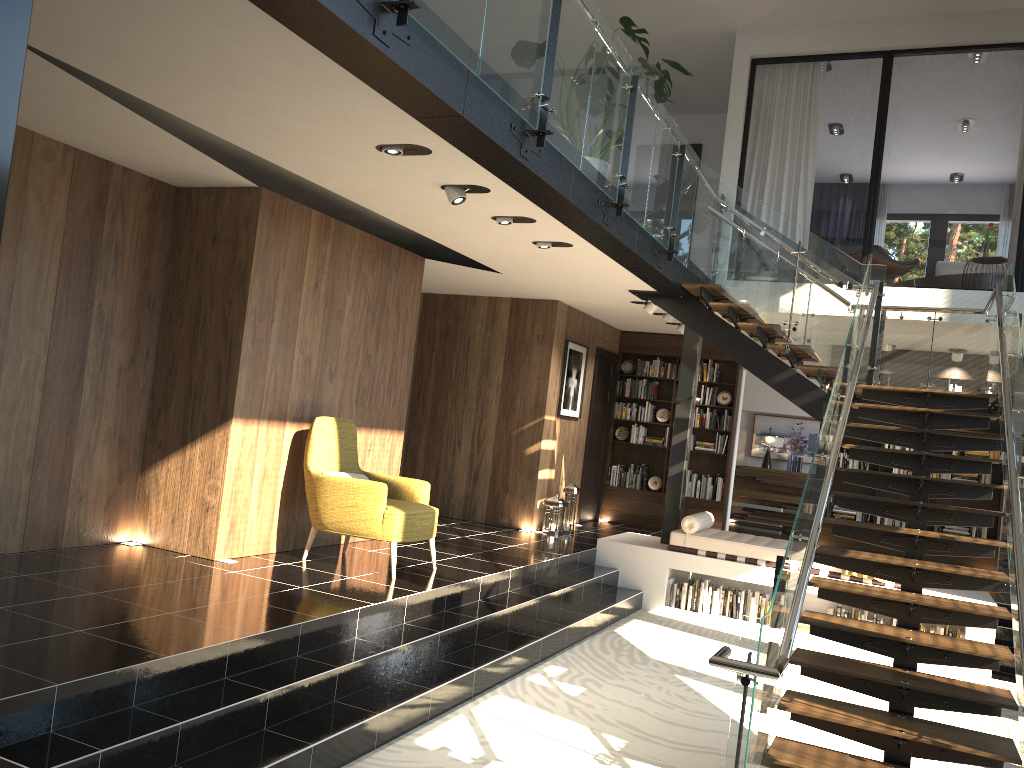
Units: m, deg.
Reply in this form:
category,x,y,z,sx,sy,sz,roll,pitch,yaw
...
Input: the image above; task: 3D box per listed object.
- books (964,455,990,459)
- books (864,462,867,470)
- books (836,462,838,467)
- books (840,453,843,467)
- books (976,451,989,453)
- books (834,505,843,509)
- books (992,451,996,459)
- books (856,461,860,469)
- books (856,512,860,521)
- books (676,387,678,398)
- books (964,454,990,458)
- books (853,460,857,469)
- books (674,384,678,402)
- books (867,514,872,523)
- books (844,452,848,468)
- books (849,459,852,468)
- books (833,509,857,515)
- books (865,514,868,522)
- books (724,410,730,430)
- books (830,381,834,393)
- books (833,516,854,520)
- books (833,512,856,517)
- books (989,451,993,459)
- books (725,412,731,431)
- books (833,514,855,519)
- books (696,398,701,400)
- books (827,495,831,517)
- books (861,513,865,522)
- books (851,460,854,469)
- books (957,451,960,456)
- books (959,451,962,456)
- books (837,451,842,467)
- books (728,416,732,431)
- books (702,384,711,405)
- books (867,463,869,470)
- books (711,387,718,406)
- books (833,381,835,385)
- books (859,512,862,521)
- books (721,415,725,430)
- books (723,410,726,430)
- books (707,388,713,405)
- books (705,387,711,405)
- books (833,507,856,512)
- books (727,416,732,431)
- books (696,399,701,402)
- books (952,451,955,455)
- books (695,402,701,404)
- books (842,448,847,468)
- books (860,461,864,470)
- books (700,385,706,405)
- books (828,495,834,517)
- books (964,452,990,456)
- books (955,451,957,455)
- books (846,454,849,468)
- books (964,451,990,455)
category,x,y,z,sx,sy,sz,roll,pitch,yaw
books,5.619,0.891,10.731,0.266,0.021,0.156,6,-3,22
books,4.473,1.001,11.202,0.028,0.210,0.169,6,-2,24
books,4.168,0.973,11.353,0.022,0.207,0.130,6,-2,24
books,4.210,0.981,11.324,0.024,0.197,0.173,6,-2,24
books,5.632,0.810,10.742,0.246,0.021,0.148,6,-3,24
books,4.239,1.575,11.287,0.257,0.024,0.167,6,-3,24
books,5.784,0.798,10.644,0.028,0.239,0.187,6,-2,24
books,4.394,0.996,11.256,0.029,0.205,0.170,6,-2,24
books,4.381,1.589,11.202,0.030,0.284,0.177,6,-2,24
books,2.314,0.115,12.265,0.027,0.279,0.166,6,-2,24
books,5.622,0.870,10.733,0.272,0.021,0.156,6,-3,23
books,4.360,0.966,11.246,0.029,0.256,0.167,6,-2,24
books,2.298,0.133,12.299,0.028,0.242,0.194,6,-2,24
books,4.517,1.618,11.160,0.075,0.254,0.181,6,-2,24
books,4.265,0.978,11.319,0.021,0.216,0.170,6,-2,24
books,4.311,0.979,11.278,0.030,0.221,0.190,6,-2,24
books,4.231,1.627,11.282,0.287,0.030,0.176,6,-3,22
books,4.476,1.636,11.194,0.023,0.212,0.124,6,-2,24
books,2.884,0.489,11.913,0.016,0.278,0.202,6,-2,24
books,4.145,-0.009,11.452,0.026,0.263,0.156,6,-2,24
books,4.230,1.705,11.297,0.247,0.026,0.148,6,-3,23
books,4.234,1.656,11.295,0.271,0.025,0.156,6,-3,25
books,5.762,0.806,10.663,0.026,0.219,0.156,6,-2,24
books,2.907,0.508,11.926,0.018,0.246,0.144,6,-2,24
books,4.226,1.679,11.282,0.258,0.024,0.167,6,-3,25
books,2.479,0.198,12.211,0.264,0.021,0.189,6,-3,22
books,4.070,1.567,11.377,0.025,0.270,0.156,6,-2,24
books,4.446,1.587,11.188,0.036,0.302,0.186,6,-2,24
books,4.339,1.008,11.276,0.027,0.171,0.146,6,-2,24
books,5.437,0.785,10.796,0.026,0.196,0.148,6,-2,24
books,5.476,0.767,10.814,0.025,0.243,0.119,6,-2,24
books,4.192,0.965,11.343,0.028,0.227,0.136,6,-2,24
books,2.935,0.535,11.885,0.026,0.196,0.170,6,-2,24
books,2.650,0.143,12.095,0.049,0.286,0.259,6,-2,24
books,4.511,1.019,11.230,0.022,0.185,0.127,6,-2,24
books,2.753,0.172,12.051,0.035,0.250,0.197,6,-2,24
books,4.167,-0.001,11.432,0.032,0.250,0.167,6,-2,24
books,4.418,1.580,11.206,0.031,0.310,0.170,6,-2,24
books,2.848,0.520,11.930,0.020,0.209,0.148,6,-2,24
books,2.876,0.489,11.937,0.018,0.278,0.114,6,-2,24
books,2.721,0.176,12.082,0.047,0.237,0.226,6,-2,24
books,2.681,0.172,12.080,0.025,0.235,0.232,6,-2,24
books,4.240,1.600,11.296,0.271,0.025,0.156,6,-3,25
books,2.920,0.532,11.910,0.023,0.200,0.121,6,-2,24
books,2.473,0.223,12.202,0.266,0.030,0.210,6,-3,25
books,5.403,0.771,10.833,0.024,0.219,0.174,6,-2,24
books,2.474,0.255,12.213,0.239,0.033,0.177,6,-3,22
books,4.240,0.947,11.318,0.029,0.272,0.152,6,-2,24
books,4.429,0.983,11.220,0.070,0.236,0.207,6,-2,24
books,2.623,0.152,12.124,0.023,0.264,0.219,6,-2,24
books,4.080,1.531,11.326,0.028,0.339,0.203,6,-2,24
books,5.622,0.850,10.729,0.259,0.020,0.167,6,-3,23
books,5.426,0.752,10.822,0.023,0.261,0.146,6,-2,24
books,4.286,0.991,11.302,0.033,0.193,0.172,6,-2,24
books,5.624,0.830,10.728,0.260,0.020,0.167,6,-3,22
